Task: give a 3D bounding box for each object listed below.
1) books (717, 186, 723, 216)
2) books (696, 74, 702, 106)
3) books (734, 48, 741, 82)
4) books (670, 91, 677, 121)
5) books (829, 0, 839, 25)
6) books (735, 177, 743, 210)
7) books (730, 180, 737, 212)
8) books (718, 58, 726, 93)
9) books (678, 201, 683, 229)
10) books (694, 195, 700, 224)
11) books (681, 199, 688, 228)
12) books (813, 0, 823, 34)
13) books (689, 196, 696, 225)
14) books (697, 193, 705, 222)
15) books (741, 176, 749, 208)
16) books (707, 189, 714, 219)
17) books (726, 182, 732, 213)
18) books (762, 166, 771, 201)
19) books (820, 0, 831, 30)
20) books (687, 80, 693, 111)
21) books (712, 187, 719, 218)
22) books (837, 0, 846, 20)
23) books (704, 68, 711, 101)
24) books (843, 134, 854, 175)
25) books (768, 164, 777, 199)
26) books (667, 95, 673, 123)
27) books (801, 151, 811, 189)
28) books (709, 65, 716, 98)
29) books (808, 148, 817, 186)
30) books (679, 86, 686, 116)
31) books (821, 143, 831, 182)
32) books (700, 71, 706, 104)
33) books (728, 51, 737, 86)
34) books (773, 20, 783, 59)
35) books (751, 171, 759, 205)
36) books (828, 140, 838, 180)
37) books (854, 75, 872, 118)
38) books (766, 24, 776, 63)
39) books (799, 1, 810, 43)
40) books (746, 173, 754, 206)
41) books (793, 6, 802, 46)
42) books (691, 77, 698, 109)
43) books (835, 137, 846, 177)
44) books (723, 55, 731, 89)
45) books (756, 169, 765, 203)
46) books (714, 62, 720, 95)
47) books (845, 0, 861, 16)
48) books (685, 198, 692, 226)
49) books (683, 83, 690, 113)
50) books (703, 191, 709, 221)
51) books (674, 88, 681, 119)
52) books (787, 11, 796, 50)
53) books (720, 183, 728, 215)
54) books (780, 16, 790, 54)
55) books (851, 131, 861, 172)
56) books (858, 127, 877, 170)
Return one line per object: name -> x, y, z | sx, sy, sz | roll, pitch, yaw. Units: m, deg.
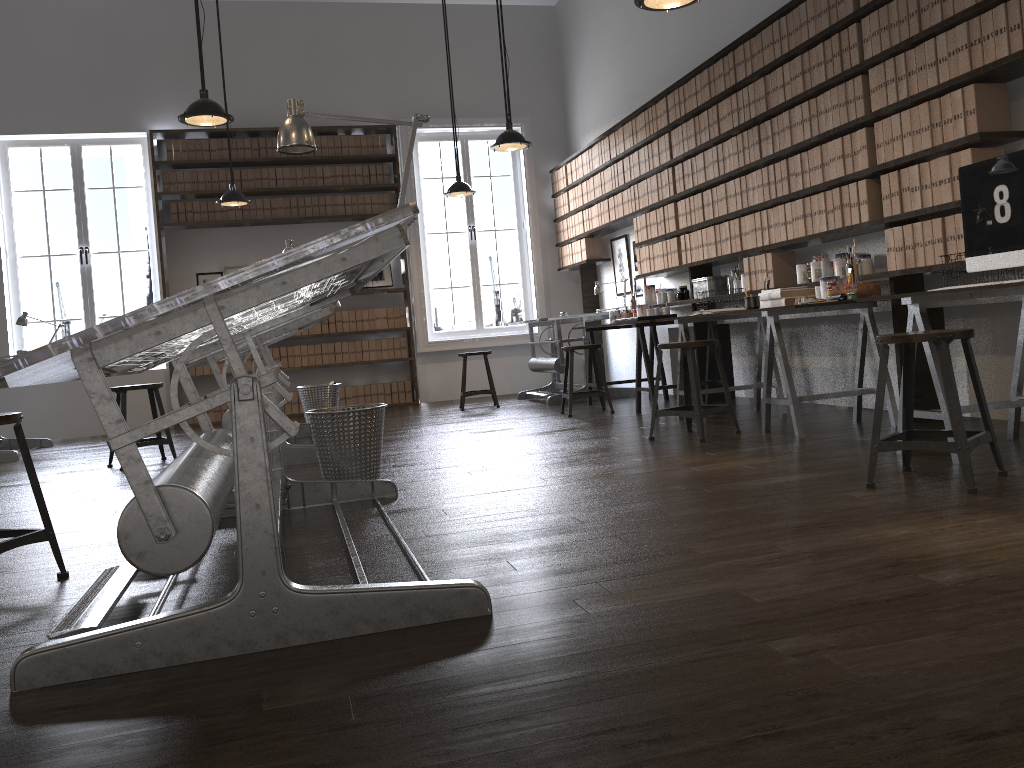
books -> 1.539, -1.283, 6.219 | 0.175, 0.225, 0.066 | -5, 0, -14
books -> 1.425, -2.114, 6.380 | 0.175, 0.225, 0.066 | -5, 0, -14
books -> 1.567, -2.098, 5.840 | 0.175, 0.225, 0.066 | -5, 0, -14
books -> 1.316, -2.126, 6.793 | 0.175, 0.226, 0.067 | -5, 0, -14
books -> 1.825, -2.068, 4.832 | 0.175, 0.225, 0.066 | -5, 0, -14
books -> 1.601, -1.275, 5.957 | 0.175, 0.226, 0.067 | -5, 0, -14
books -> 1.585, -1.277, 6.027 | 0.175, 0.225, 0.066 | -5, 0, -14
books -> 1.508, -2.104, 6.052 | 0.174, 0.225, 0.066 | -5, 0, -14
books -> 1.378, -1.301, 6.834 | 0.174, 0.225, 0.066 | -5, 0, -14
books -> 1.449, -1.293, 6.570 | 0.175, 0.225, 0.066 | -5, 0, -14
books -> 1.393, -1.299, 6.763 | 0.175, 0.225, 0.066 | -5, 0, -14
books -> 1.790, -2.072, 4.962 | 0.175, 0.225, 0.066 | -5, 0, -14
books -> 1.431, -1.295, 6.633 | 0.175, 0.225, 0.066 | -5, 0, -14
books -> 1.462, -1.291, 6.497 | 0.175, 0.226, 0.067 | -5, 0, -14
books -> 1.622, -1.273, 5.890 | 0.175, 0.225, 0.066 | -5, 0, -14
books -> 1.500, -1.287, 6.355 | 0.174, 0.225, 0.066 | -5, 0, -14
books -> 1.571, -1.279, 6.089 | 0.175, 0.225, 0.066 | -5, 0, -14
books -> 1.688, -1.264, 5.613 | 0.175, 0.226, 0.067 | -5, 0, -14
books -> 1.802, -2.069, 4.896 | 0.175, 0.226, 0.067 | -5, 0, -14
books -> 1.392, -2.118, 6.519 | 0.175, 0.225, 0.066 | -5, 0, -14
books -> 1.521, -1.285, 6.288 | 0.174, 0.225, 0.066 | -5, 0, -14
books -> 1.842, -2.066, 4.764 | 0.174, 0.225, 0.066 | -5, 0, -14
books -> 1.454, -2.110, 6.254 | 0.175, 0.226, 0.067 | -5, 0, -14
books -> 1.900, -1.240, 4.806 | 0.175, 0.225, 0.066 | -5, 0, -14
books -> 1.707, -1.263, 5.553 | 0.175, 0.225, 0.066 | -5, 0, -14
books -> 1.304, -2.128, 6.855 | 0.175, 0.225, 0.066 | -5, 0, -14
books -> 1.800, -1.252, 5.198 | 0.174, 0.225, 0.066 | -5, 0, -14
books -> 1.477, -2.109, 6.190 | 0.175, 0.225, 0.066 | -5, 0, -14
books -> 1.818, -1.250, 5.129 | 0.175, 0.225, 0.066 | -5, 0, -14
books -> 1.355, -2.122, 6.654 | 0.174, 0.225, 0.066 | -5, 0, -14
books -> 1.850, -1.246, 4.999 | 0.175, 0.225, 0.066 | -5, 0, -14
books -> 1.442, -2.112, 6.320 | 0.175, 0.225, 0.066 | -5, 0, -14
books -> 1.543, -2.100, 5.910 | 0.175, 0.226, 0.067 | -5, 0, -14
books -> 1.682, -2.083, 5.365 | 0.175, 0.225, 0.066 | -5, 0, -14
books -> 1.655, -1.269, 5.754 | 0.174, 0.225, 0.066 | -5, 0, -14
books -> 1.864, -1.244, 4.938 | 0.175, 0.225, 0.066 | -5, 0, -14
books -> 1.910, -1.513, 4.678 | 0.175, 0.225, 0.066 | -5, 0, -14
books -> 1.664, -2.085, 5.435 | 0.175, 0.226, 0.067 | -5, 0, -14
books -> 1.753, -2.075, 5.092 | 0.175, 0.226, 0.067 | -5, 0, -14
books -> 1.641, -1.271, 5.823 | 0.174, 0.225, 0.066 | -5, 0, -14
books -> 1.740, -2.078, 5.161 | 0.175, 0.225, 0.066 | -5, 0, -14
books -> 1.405, -2.116, 6.450 | 0.175, 0.226, 0.067 | -5, 0, -14
books -> 1.879, -1.242, 4.873 | 0.175, 0.226, 0.067 | -5, 0, -14
books -> 1.530, -2.102, 5.984 | 0.175, 0.225, 0.066 | -5, 0, -14
books -> 1.670, -1.266, 5.683 | 0.175, 0.225, 0.066 | -5, 0, -14
books -> 1.494, -2.107, 6.121 | 0.174, 0.225, 0.066 | -5, 0, -14
books -> 1.856, -2.063, 4.694 | 0.174, 0.225, 0.066 | -5, 0, -14
books -> 1.411, -1.297, 6.693 | 0.175, 0.226, 0.067 | -5, 0, -14
books -> 1.376, -2.121, 6.587 | 0.174, 0.225, 0.066 | -5, 0, -14
books -> 1.486, -1.289, 6.425 | 0.175, 0.225, 0.066 | -5, 0, -14
books -> 1.334, -2.124, 6.723 | 0.175, 0.225, 0.066 | -5, 0, -14
books -> 1.724, -2.080, 5.229 | 0.174, 0.225, 0.066 | -5, 0, -14
books -> 1.550, -1.280, 6.152 | 0.175, 0.226, 0.067 | -5, 0, -14
books -> 1.703, -2.081, 5.296 | 0.174, 0.225, 0.066 | -5, 0, -14
books -> 1.919, -1.239, 4.739 | 0.174, 0.225, 0.066 | -5, 0, -14
books -> 1.929, -1.236, 4.674 | 0.175, 0.226, 0.067 | -5, 0, -14
